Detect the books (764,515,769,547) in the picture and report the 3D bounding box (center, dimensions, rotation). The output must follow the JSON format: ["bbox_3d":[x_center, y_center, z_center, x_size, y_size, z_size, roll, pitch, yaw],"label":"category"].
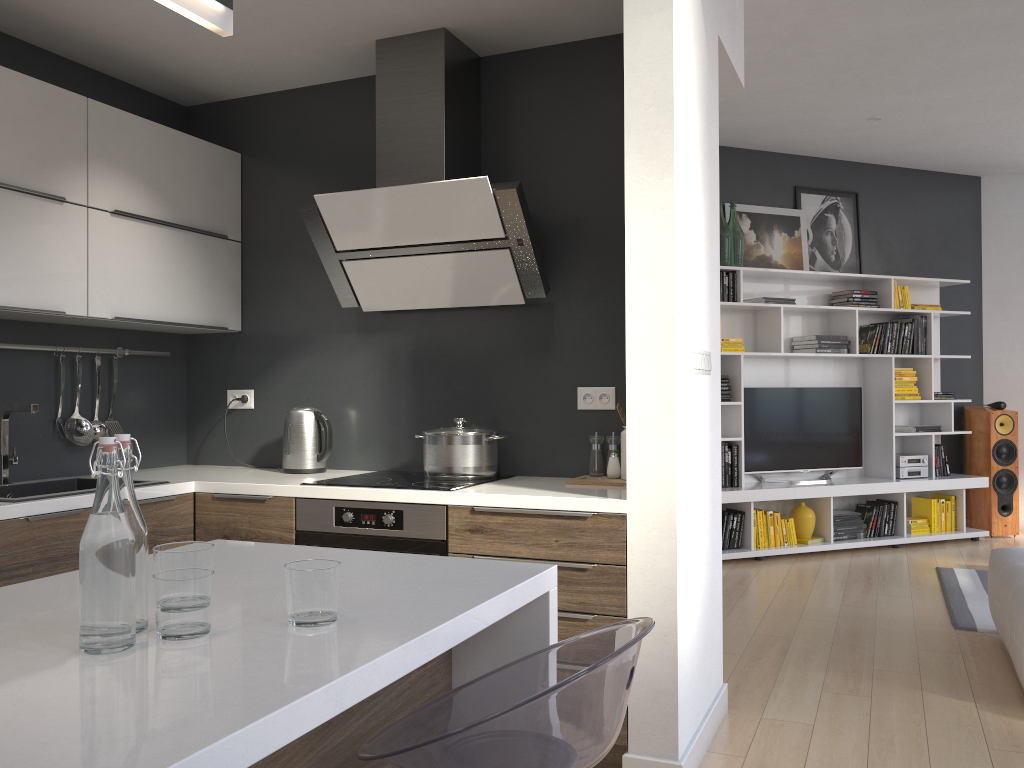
[{"bbox_3d":[1.757,1.036,6.300,0.042,0.230,0.156,0,-1,-24],"label":"books"}]

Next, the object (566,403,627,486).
[{"bbox_3d":[0.379,0.193,3.155,0.330,0.316,0.221,-1,-1,23],"label":"object"}]

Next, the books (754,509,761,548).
[{"bbox_3d":[1.674,1.013,6.281,0.048,0.271,0.213,0,-1,-22],"label":"books"}]

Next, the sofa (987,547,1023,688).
[{"bbox_3d":[3.903,0.823,3.710,3.424,0.732,2.614,-1,-1,23],"label":"sofa"}]

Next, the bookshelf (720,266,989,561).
[{"bbox_3d":[2.237,0.202,6.567,3.000,2.052,0.455,0,-1,-22],"label":"bookshelf"}]

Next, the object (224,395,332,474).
[{"bbox_3d":[-0.983,0.206,3.724,0.590,0.318,0.179,-1,-1,30],"label":"object"}]

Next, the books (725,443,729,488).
[{"bbox_3d":[1.465,0.574,6.335,0.034,0.315,0.239,0,-1,-22],"label":"books"}]

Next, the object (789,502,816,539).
[{"bbox_3d":[2.115,0.990,6.462,0.185,0.257,0.185,0,-1,-44],"label":"object"}]

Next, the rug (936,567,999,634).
[{"bbox_3d":[3.553,1.194,4.661,2.326,0.016,1.662,-1,-1,23],"label":"rug"}]

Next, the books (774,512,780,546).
[{"bbox_3d":[1.846,1.031,6.352,0.043,0.235,0.171,0,-1,-24],"label":"books"}]

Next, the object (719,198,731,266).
[{"bbox_3d":[1.483,-1.076,6.330,0.157,0.507,0.157,0,-1,-8],"label":"object"}]

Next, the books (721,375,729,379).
[{"bbox_3d":[1.383,-0.048,6.294,0.246,0.026,0.180,0,-1,-15],"label":"books"}]

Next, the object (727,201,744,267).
[{"bbox_3d":[1.606,-1.075,6.441,0.157,0.507,0.157,0,-1,-8],"label":"object"}]

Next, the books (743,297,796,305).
[{"bbox_3d":[1.881,-0.597,6.511,0.310,0.047,0.250,0,-1,-27],"label":"books"}]

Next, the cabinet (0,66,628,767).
[{"bbox_3d":[-1.310,-0.059,1.449,2.402,2.501,4.694,-1,-1,23],"label":"cabinet"}]

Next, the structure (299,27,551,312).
[{"bbox_3d":[-0.335,-0.799,3.367,0.898,0.998,0.407,-1,-1,23],"label":"structure"}]

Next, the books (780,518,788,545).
[{"bbox_3d":[1.911,1.054,6.363,0.056,0.188,0.138,0,-1,-22],"label":"books"}]

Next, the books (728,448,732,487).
[{"bbox_3d":[1.498,0.594,6.342,0.028,0.272,0.200,0,-1,-22],"label":"books"}]

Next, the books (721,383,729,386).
[{"bbox_3d":[1.375,0.006,6.299,0.264,0.020,0.189,0,-1,-19],"label":"books"}]

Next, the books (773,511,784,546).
[{"bbox_3d":[1.872,1.031,6.372,0.056,0.235,0.172,0,-1,-23],"label":"books"}]

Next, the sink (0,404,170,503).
[{"bbox_3d":[-1.603,0.327,3.041,0.512,0.518,0.626,-1,-1,23],"label":"sink"}]

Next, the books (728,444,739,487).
[{"bbox_3d":[1.534,0.582,6.358,0.051,0.297,0.230,0,-1,-22],"label":"books"}]

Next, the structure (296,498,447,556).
[{"bbox_3d":[-0.384,0.696,3.230,0.587,0.588,0.584,-1,-1,23],"label":"structure"}]

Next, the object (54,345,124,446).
[{"bbox_3d":[-1.685,0.047,3.537,0.069,0.389,0.320,-1,-1,24],"label":"object"}]

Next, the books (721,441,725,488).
[{"bbox_3d":[1.437,0.568,6.324,0.026,0.326,0.237,0,-1,-22],"label":"books"}]

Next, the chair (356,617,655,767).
[{"bbox_3d":[-0.006,0.762,1.315,0.434,0.838,0.475,-1,-1,21],"label":"chair"}]

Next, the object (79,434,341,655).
[{"bbox_3d":[-0.394,0.201,1.189,0.323,0.267,0.148,0,-1,-12],"label":"object"}]

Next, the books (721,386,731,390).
[{"bbox_3d":[1.377,0.031,6.295,0.284,0.030,0.214,0,-1,-14],"label":"books"}]

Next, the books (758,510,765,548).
[{"bbox_3d":[1.705,1.020,6.299,0.066,0.258,0.198,0,-1,-22],"label":"books"}]

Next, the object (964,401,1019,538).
[{"bbox_3d":[3.873,0.683,7.229,0.290,1.088,0.434,0,-1,-7],"label":"object"}]

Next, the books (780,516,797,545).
[{"bbox_3d":[1.973,1.052,6.383,0.067,0.193,0.148,0,-1,-21],"label":"books"}]

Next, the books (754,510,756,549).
[{"bbox_3d":[1.646,1.013,6.247,0.029,0.270,0.204,0,-1,-22],"label":"books"}]

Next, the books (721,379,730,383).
[{"bbox_3d":[1.372,-0.019,6.319,0.284,0.030,0.214,0,-1,-14],"label":"books"}]

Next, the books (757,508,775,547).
[{"bbox_3d":[1.795,1.023,6.332,0.055,0.252,0.185,0,-1,-23],"label":"books"}]

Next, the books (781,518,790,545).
[{"bbox_3d":[1.934,1.055,6.364,0.046,0.187,0.134,0,-1,-22],"label":"books"}]

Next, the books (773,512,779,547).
[{"bbox_3d":[1.831,1.029,6.325,0.043,0.240,0.169,0,-1,-23],"label":"books"}]

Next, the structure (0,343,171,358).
[{"bbox_3d":[-2.115,-0.143,2.549,0.050,0.045,3.000,-1,-1,23],"label":"structure"}]

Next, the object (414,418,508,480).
[{"bbox_3d":[-0.193,0.239,3.342,0.288,0.223,0.315,0,-1,-26],"label":"object"}]

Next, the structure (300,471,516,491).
[{"bbox_3d":[-0.368,0.353,3.277,0.600,0.006,0.550,-1,-1,23],"label":"structure"}]

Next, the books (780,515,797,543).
[{"bbox_3d":[1.993,1.051,6.401,0.046,0.193,0.149,0,-1,-21],"label":"books"}]

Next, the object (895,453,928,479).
[{"bbox_3d":[3.052,0.641,6.943,0.285,0.174,0.270,0,-1,-22],"label":"object"}]

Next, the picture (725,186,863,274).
[{"bbox_3d":[2.171,-1.170,6.781,1.279,0.707,0.076,0,-1,-22],"label":"picture"}]

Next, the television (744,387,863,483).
[{"bbox_3d":[2.190,0.377,6.664,1.102,0.704,0.207,0,-1,-22],"label":"television"}]

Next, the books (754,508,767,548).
[{"bbox_3d":[1.734,1.017,6.310,0.038,0.267,0.202,0,-1,-22],"label":"books"}]

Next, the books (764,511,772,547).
[{"bbox_3d":[1.775,1.022,6.312,0.041,0.252,0.180,0,-1,-22],"label":"books"}]

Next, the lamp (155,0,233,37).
[{"bbox_3d":[-0.656,-0.945,0.981,0.020,0.756,0.998,-1,-1,23],"label":"lamp"}]

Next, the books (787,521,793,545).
[{"bbox_3d":[1.956,1.064,6.360,0.049,0.169,0.113,0,-1,-23],"label":"books"}]
